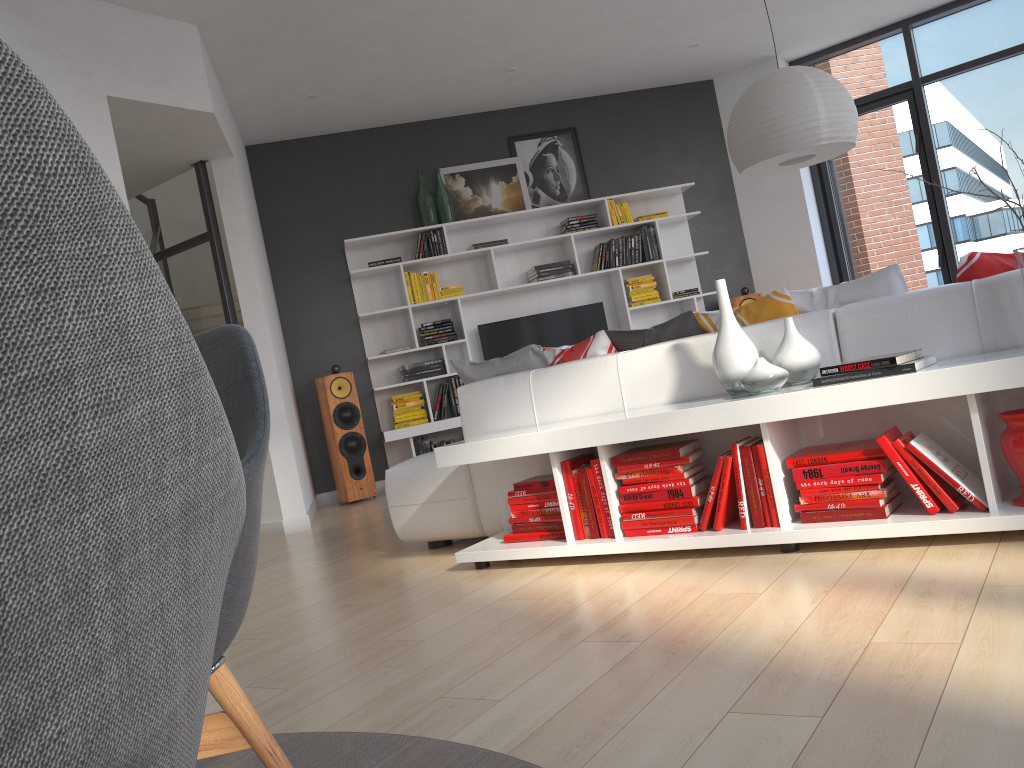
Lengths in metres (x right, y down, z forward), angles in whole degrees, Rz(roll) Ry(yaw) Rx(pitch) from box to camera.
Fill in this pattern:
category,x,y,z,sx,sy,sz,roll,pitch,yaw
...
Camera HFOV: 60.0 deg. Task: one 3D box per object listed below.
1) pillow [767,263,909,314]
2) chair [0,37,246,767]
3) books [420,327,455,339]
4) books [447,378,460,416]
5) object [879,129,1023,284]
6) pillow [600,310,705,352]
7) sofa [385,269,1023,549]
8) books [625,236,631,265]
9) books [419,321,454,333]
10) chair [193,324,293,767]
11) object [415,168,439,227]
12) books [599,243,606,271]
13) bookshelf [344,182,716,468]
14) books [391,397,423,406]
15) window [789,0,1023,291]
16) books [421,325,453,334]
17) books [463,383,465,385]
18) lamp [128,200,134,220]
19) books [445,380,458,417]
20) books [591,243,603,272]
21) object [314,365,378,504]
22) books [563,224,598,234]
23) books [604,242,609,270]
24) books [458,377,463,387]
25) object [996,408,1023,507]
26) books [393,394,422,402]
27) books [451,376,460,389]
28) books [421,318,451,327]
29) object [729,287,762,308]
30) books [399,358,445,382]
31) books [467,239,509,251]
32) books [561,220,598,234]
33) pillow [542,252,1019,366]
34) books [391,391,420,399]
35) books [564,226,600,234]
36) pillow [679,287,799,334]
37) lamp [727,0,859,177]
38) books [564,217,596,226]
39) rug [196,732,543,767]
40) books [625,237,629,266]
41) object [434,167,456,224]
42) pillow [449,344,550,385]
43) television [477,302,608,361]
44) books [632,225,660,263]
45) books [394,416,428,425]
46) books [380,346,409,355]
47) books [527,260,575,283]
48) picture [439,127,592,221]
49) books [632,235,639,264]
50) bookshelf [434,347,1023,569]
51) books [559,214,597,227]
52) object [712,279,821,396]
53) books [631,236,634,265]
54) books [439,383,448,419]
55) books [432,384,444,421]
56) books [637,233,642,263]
category,x,y,z,sx,sy,sz,roll,pitch,yaw
pillow,2.073,-0.368,3.782,2.156,0.456,0.580,-12,0,-30
chair,-0.409,0.341,0.394,0.619,0.891,0.655,-11,0,36
books,-0.610,-0.417,7.286,0.284,0.030,0.214,-11,0,-2
books,-0.473,0.109,7.302,0.034,0.314,0.237,-11,0,-11
object,1.424,-0.469,2.409,0.607,0.744,0.406,-11,0,-16
pillow,1.316,-0.211,3.359,2.120,0.436,0.608,-11,0,30
sofa,1.480,0.026,4.266,3.424,0.732,2.614,-11,0,34
books,0.976,-1.124,7.592,0.075,0.254,0.192,-11,0,-12
books,-0.621,-0.467,7.309,0.284,0.030,0.214,-11,0,-2
chair,-0.627,0.380,1.333,0.655,0.891,0.619,-11,0,41
object,-0.717,-1.525,7.281,0.157,0.507,0.157,-11,0,3
books,0.755,-1.069,7.552,0.096,0.234,0.187,-11,0,-10
bookshelf,0.302,-0.425,7.385,3.000,2.052,0.455,-11,0,-11
books,-0.856,0.139,7.254,0.238,0.023,0.167,-11,0,5
window,3.546,-1.868,7.458,1.960,2.402,0.170,-11,0,34
books,-0.617,-0.442,7.289,0.264,0.020,0.189,-11,0,-7
books,-0.376,0.109,7.316,0.028,0.272,0.200,-11,0,-11
lamp,-4.230,-3.768,8.476,0.359,6.725,0.359,-11,0,26
books,-0.501,0.123,7.291,0.028,0.301,0.213,-11,0,-11
books,0.723,-1.063,7.541,0.104,0.234,0.182,-11,0,-11
object,-1.347,0.399,7.070,0.290,1.088,0.434,-11,0,-26
books,0.577,-1.314,7.545,0.264,0.020,0.189,-11,0,-12
books,0.787,-1.076,7.545,0.081,0.233,0.169,-11,0,-12
books,-0.413,0.096,7.316,0.034,0.315,0.239,-11,0,-11
object,1.444,0.203,2.479,0.125,0.258,0.125,-11,0,12
books,-0.853,0.114,7.252,0.234,0.024,0.171,-11,0,-7
books,-0.443,0.097,7.311,0.026,0.326,0.237,-11,0,-11
books,-0.621,-0.496,7.282,0.246,0.026,0.180,-11,0,-3
object,2.096,-0.296,7.718,0.290,1.088,0.434,-11,0,4
books,-0.738,-0.107,7.278,0.343,0.137,0.277,-11,0,-11
books,-0.206,-1.139,7.387,0.310,0.047,0.250,-11,0,-15
books,0.572,-1.339,7.565,0.284,0.030,0.214,-11,0,-7
pillow,1.052,-0.132,3.537,2.250,0.449,0.575,-11,0,32
books,-0.871,0.092,7.273,0.234,0.024,0.171,-11,0,-7
books,0.584,-1.290,7.542,0.284,0.030,0.214,-11,0,-7
pillow,1.778,-0.289,3.688,2.095,0.440,0.630,-11,0,-9
lamp,1.870,-1.022,3.034,0.710,2.647,3.199,-11,0,-20
books,0.574,-1.368,7.539,0.246,0.026,0.180,-11,0,-8
rug,-0.937,0.897,0.866,2.499,0.010,2.499,-11,0,7
books,0.961,-1.114,7.562,0.069,0.242,0.172,-11,0,-10
object,-0.577,-1.553,7.365,0.157,0.507,0.157,-11,0,3
pillow,1.152,-0.185,3.865,2.953,0.453,0.647,-11,0,22
television,0.309,-0.250,7.492,1.102,0.704,0.207,-11,0,-11
books,1.154,-1.189,7.655,0.128,0.321,0.259,-11,0,-11
books,-0.827,0.297,7.237,0.269,0.025,0.213,-11,0,-8
books,-0.954,-0.265,7.211,0.209,0.030,0.266,-11,0,-17
books,0.328,-0.935,7.499,0.343,0.137,0.277,-11,0,-16
picture,0.013,-1.770,7.585,1.279,0.707,0.076,-11,0,-11
books,1.039,-1.135,7.602,0.084,0.249,0.191,-11,0,-11
bookshelf,0.891,0.270,2.895,2.600,0.500,0.356,-11,0,34
books,0.564,-1.393,7.550,0.266,0.030,0.209,-11,0,-17
object,0.808,-0.171,2.960,0.319,0.398,0.316,-12,0,-32
books,1.005,-1.125,7.584,0.071,0.243,0.179,-11,0,-12
books,-0.563,0.139,7.277,0.100,0.289,0.210,-11,0,-12
books,-0.616,0.152,7.285,0.142,0.284,0.232,-11,0,-11
books,1.071,-1.146,7.609,0.066,0.260,0.197,-11,0,-11
